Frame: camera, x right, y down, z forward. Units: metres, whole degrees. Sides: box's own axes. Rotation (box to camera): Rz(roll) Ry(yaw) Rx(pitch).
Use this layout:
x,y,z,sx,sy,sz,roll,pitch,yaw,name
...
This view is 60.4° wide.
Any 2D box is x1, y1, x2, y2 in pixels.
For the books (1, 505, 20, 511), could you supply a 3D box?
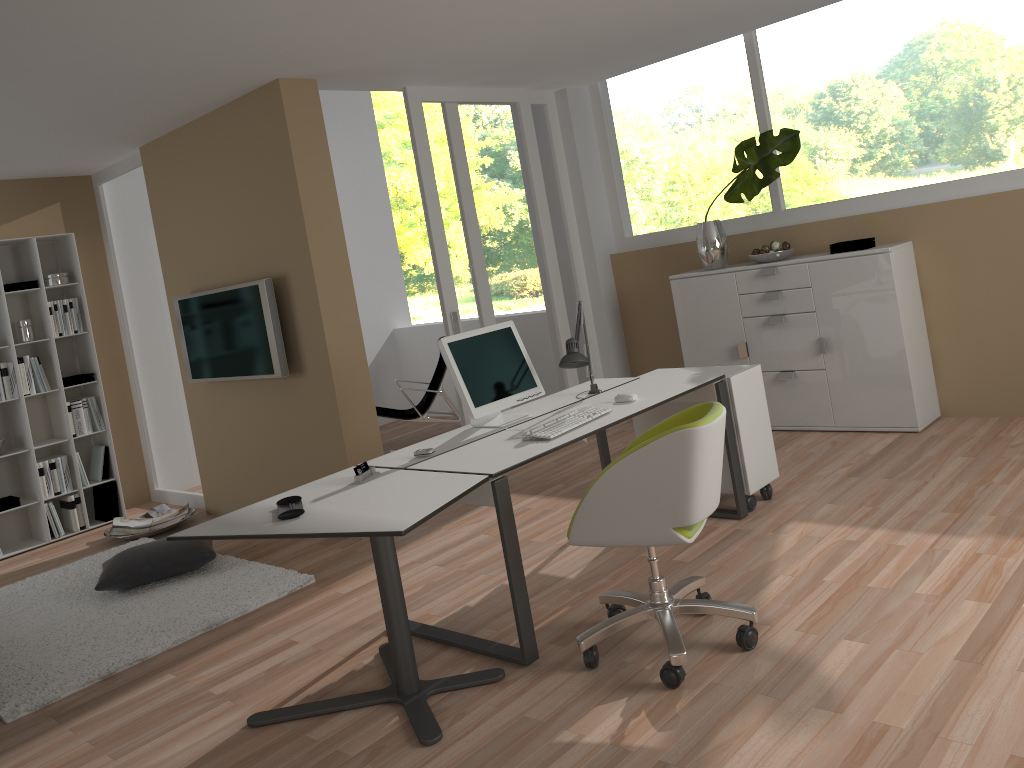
x,y,z,sx,sy,sz,roll,pitch,yaw,name
-3.560,0.869,6.028,0.209,0.006,0.302,-2,11,44,books

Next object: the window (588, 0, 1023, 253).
x,y,z,sx,sy,sz,roll,pitch,yaw,name
1.985,-1.964,5.741,3.611,1.788,0.046,-3,6,44,window

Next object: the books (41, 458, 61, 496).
x,y,z,sx,sy,sz,roll,pitch,yaw,name
-3.302,0.662,6.294,0.206,0.257,0.041,-6,4,45,books

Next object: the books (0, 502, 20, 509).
x,y,z,sx,sy,sz,roll,pitch,yaw,name
-3.562,0.852,6.029,0.209,0.006,0.302,-2,11,44,books

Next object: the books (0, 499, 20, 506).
x,y,z,sx,sy,sz,roll,pitch,yaw,name
-3.569,0.831,6.030,0.209,0.008,0.302,-2,11,43,books

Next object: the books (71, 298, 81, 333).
x,y,z,sx,sy,sz,roll,pitch,yaw,name
-3.263,-0.498,6.516,0.206,0.257,0.021,-6,4,45,books

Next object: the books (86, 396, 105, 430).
x,y,z,sx,sy,sz,roll,pitch,yaw,name
-3.119,0.218,6.558,0.206,0.259,0.061,-6,4,44,books

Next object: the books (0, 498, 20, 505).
x,y,z,sx,sy,sz,roll,pitch,yaw,name
-3.565,0.825,6.029,0.209,0.007,0.302,-2,11,44,books

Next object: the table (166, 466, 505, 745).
x,y,z,sx,sy,sz,roll,pitch,yaw,name
-0.506,0.748,2.989,0.919,0.684,0.823,-5,7,41,table

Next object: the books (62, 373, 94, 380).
x,y,z,sx,sy,sz,roll,pitch,yaw,name
-3.256,-0.051,6.509,0.295,0.006,0.213,-2,11,44,books

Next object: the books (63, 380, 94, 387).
x,y,z,sx,sy,sz,roll,pitch,yaw,name
-3.251,-0.003,6.513,0.295,0.006,0.213,-2,11,44,books

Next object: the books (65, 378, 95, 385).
x,y,z,sx,sy,sz,roll,pitch,yaw,name
-3.254,-0.014,6.514,0.295,0.006,0.213,-2,11,42,books

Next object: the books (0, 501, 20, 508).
x,y,z,sx,sy,sz,roll,pitch,yaw,name
-3.563,0.847,6.029,0.209,0.006,0.302,-2,11,44,books

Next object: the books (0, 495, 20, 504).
x,y,z,sx,sy,sz,roll,pitch,yaw,name
-3.566,0.820,6.030,0.209,0.006,0.302,-2,11,44,books

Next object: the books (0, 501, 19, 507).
x,y,z,sx,sy,sz,roll,pitch,yaw,name
-3.564,0.841,6.026,0.209,0.006,0.302,-2,12,45,books

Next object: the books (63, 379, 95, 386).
x,y,z,sx,sy,sz,roll,pitch,yaw,name
-3.252,-0.008,6.512,0.295,0.006,0.213,-2,11,44,books

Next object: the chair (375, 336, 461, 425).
x,y,z,sx,sy,sz,roll,pitch,yaw,name
-1.101,0.140,7.401,1.439,0.821,0.695,-11,4,-11,chair

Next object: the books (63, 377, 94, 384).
x,y,z,sx,sy,sz,roll,pitch,yaw,name
-3.254,-0.025,6.511,0.295,0.006,0.213,-2,11,44,books

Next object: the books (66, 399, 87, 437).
x,y,z,sx,sy,sz,roll,pitch,yaw,name
-3.207,0.249,6.452,0.206,0.257,0.077,-6,4,45,books

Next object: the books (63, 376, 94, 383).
x,y,z,sx,sy,sz,roll,pitch,yaw,name
-3.257,-0.030,6.511,0.295,0.006,0.213,-2,12,45,books

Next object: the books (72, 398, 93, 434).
x,y,z,sx,sy,sz,roll,pitch,yaw,name
-3.175,0.236,6.505,0.206,0.257,0.041,-6,4,44,books

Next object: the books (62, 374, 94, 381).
x,y,z,sx,sy,sz,roll,pitch,yaw,name
-3.257,-0.046,6.508,0.295,0.007,0.213,-2,11,44,books

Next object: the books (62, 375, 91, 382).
x,y,z,sx,sy,sz,roll,pitch,yaw,name
-3.255,-0.042,6.514,0.295,0.008,0.213,-2,11,44,books

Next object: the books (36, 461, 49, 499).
x,y,z,sx,sy,sz,roll,pitch,yaw,name
-3.356,0.680,6.231,0.206,0.257,0.041,-6,4,45,books

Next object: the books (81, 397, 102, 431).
x,y,z,sx,sy,sz,roll,pitch,yaw,name
-3.137,0.224,6.540,0.206,0.259,0.061,-6,4,45,books

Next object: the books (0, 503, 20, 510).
x,y,z,sx,sy,sz,roll,pitch,yaw,name
-3.564,0.858,6.027,0.209,0.006,0.302,-3,11,42,books

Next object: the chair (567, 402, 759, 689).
x,y,z,sx,sy,sz,roll,pitch,yaw,name
0.500,0.509,3.037,0.594,0.806,0.629,-9,4,19,chair

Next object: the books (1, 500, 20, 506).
x,y,z,sx,sy,sz,roll,pitch,yaw,name
-3.568,0.836,6.030,0.209,0.008,0.302,-2,11,43,books

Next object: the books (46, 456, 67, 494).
x,y,z,sx,sy,sz,roll,pitch,yaw,name
-3.275,0.653,6.324,0.206,0.257,0.041,-6,4,45,books

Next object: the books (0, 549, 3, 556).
x,y,z,sx,sy,sz,roll,pitch,yaw,name
-3.552,1.041,5.994,0.206,0.257,0.059,-6,4,45,books

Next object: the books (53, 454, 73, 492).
x,y,z,sx,sy,sz,roll,pitch,yaw,name
-3.246,0.643,6.355,0.206,0.257,0.041,-6,4,45,books

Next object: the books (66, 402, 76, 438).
x,y,z,sx,sy,sz,roll,pitch,yaw,name
-3.252,0.263,6.410,0.206,0.257,0.041,-6,4,45,books

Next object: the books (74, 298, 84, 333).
x,y,z,sx,sy,sz,roll,pitch,yaw,name
-3.248,-0.503,6.531,0.206,0.257,0.021,-6,4,44,books

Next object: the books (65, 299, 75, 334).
x,y,z,sx,sy,sz,roll,pitch,yaw,name
-3.293,-0.488,6.486,0.206,0.257,0.021,-6,4,44,books

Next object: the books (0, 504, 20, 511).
x,y,z,sx,sy,sz,roll,pitch,yaw,name
-3.561,0.864,6.028,0.209,0.006,0.302,-2,11,44,books

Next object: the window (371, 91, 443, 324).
x,y,z,sx,sy,sz,roll,pitch,yaw,name
2.363,-3.399,12.886,11.984,5.934,2.103,-6,3,27,window

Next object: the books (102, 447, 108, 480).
x,y,z,sx,sy,sz,roll,pitch,yaw,name
-3.071,0.589,6.578,0.209,0.237,0.043,-6,4,45,books

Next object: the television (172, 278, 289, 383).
x,y,z,sx,sy,sz,roll,pitch,yaw,name
-1.778,-0.311,5.485,1.167,0.576,0.055,-3,6,44,television

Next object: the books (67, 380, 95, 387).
x,y,z,sx,sy,sz,roll,pitch,yaw,name
-3.251,0.003,6.512,0.295,0.007,0.213,-2,11,44,books

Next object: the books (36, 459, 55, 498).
x,y,z,sx,sy,sz,roll,pitch,yaw,name
-3.332,0.671,6.265,0.206,0.257,0.041,-6,4,44,books

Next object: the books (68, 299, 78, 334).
x,y,z,sx,sy,sz,roll,pitch,yaw,name
-3.276,-0.493,6.500,0.206,0.257,0.021,-6,4,44,books

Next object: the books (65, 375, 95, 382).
x,y,z,sx,sy,sz,roll,pitch,yaw,name
-3.254,-0.036,6.514,0.295,0.008,0.213,-2,11,44,books

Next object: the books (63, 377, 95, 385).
x,y,z,sx,sy,sz,roll,pitch,yaw,name
-3.253,-0.019,6.511,0.295,0.006,0.213,-2,11,44,books

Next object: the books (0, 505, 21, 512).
x,y,z,sx,sy,sz,roll,pitch,yaw,name
-3.559,0.874,6.027,0.209,0.007,0.302,-2,11,44,books

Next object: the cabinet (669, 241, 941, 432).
x,y,z,sx,sy,sz,roll,pitch,yaw,name
1.842,-0.273,5.742,1.513,1.079,0.422,-4,6,44,cabinet

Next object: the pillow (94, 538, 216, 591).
x,y,z,sx,sy,sz,roll,pitch,yaw,name
-1.949,0.969,4.836,0.614,0.208,0.582,-13,8,-20,pillow

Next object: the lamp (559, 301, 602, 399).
x,y,z,sx,sy,sz,roll,pitch,yaw,name
0.310,-0.105,4.124,0.139,0.526,0.545,-10,5,10,lamp
